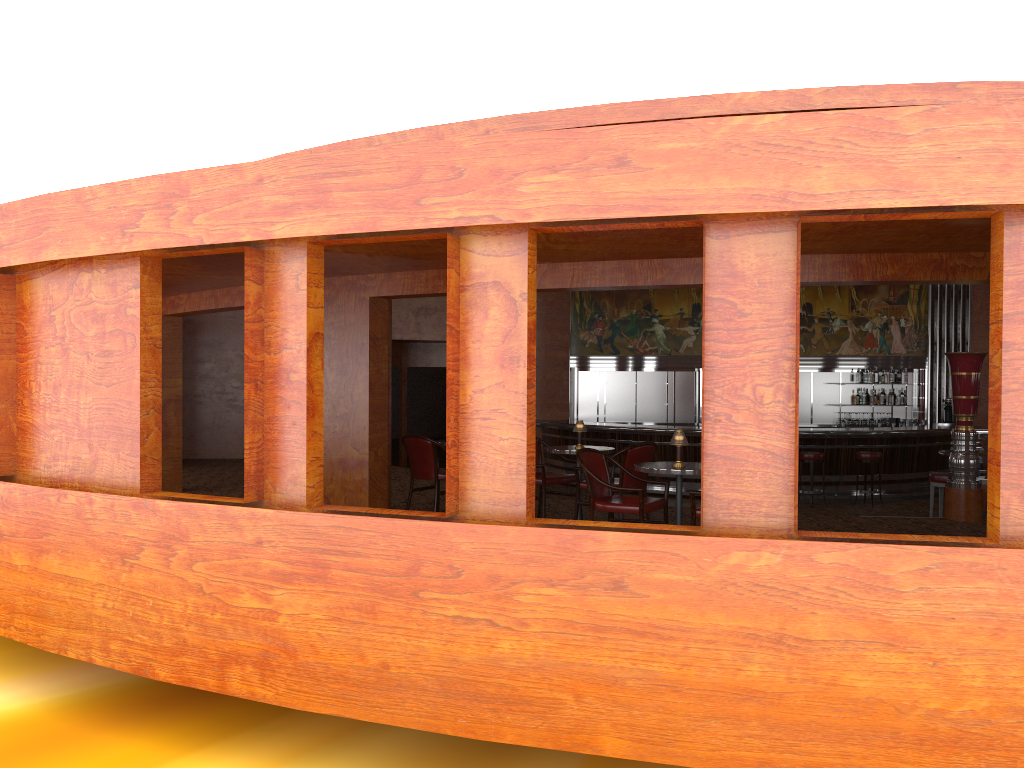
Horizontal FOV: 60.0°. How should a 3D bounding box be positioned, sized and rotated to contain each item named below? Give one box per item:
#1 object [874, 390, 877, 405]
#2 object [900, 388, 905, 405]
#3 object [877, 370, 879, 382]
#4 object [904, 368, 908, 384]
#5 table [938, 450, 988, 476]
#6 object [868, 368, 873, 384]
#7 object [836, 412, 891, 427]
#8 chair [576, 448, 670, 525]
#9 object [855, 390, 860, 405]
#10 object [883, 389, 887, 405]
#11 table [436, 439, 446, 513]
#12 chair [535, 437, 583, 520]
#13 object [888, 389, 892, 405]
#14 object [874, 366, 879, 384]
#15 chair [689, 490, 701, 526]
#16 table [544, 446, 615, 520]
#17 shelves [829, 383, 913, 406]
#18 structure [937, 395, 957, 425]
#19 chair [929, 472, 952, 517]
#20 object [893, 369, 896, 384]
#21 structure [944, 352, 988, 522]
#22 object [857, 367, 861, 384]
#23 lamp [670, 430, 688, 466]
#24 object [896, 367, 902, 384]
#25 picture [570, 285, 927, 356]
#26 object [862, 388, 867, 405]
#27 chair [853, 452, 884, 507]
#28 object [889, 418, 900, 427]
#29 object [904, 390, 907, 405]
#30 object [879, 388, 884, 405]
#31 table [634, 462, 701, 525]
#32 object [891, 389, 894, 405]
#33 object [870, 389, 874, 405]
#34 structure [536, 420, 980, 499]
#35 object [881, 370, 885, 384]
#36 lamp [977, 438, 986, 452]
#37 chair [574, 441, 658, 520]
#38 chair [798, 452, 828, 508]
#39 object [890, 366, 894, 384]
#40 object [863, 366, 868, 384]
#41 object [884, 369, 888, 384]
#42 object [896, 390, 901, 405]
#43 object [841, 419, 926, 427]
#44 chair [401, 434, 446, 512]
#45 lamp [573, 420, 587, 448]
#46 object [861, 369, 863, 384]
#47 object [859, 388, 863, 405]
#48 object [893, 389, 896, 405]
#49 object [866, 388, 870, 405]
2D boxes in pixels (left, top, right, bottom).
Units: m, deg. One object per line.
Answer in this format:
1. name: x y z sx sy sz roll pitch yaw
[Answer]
1. object: 6.437 0.236 15.720 0.080 0.272 0.080 0 1 9
2. object: 6.876 0.222 15.626 0.078 0.305 0.078 1 1 19
3. object: 6.451 -0.124 15.672 0.068 0.235 0.212 1 1 26
4. object: 6.915 -0.145 15.559 0.067 0.283 0.067 1 1 17
5. table: 5.235 1.244 9.926 0.849 0.960 0.849 0 0 8
6. object: 6.319 -0.144 15.620 0.080 0.272 0.080 0 1 -1
7. object: 6.233 0.628 15.643 0.951 0.245 0.396 0 0 9
8. chair: 0.787 0.889 6.509 0.615 0.817 0.588 1 1 31
9. object: 6.135 0.234 15.730 0.080 0.272 0.080 0 1 9
10. object: 6.578 0.226 15.690 0.090 0.293 0.090 0 1 -1
11. table: -0.457 0.929 8.878 0.640 0.720 0.639 0 0 -5
12. chair: 0.263 0.885 8.270 0.588 0.817 0.615 0 1 -44
13. object: 6.636 0.232 15.563 0.067 0.283 0.067 0 1 -20
14. object: 6.406 -0.160 15.589 0.078 0.305 0.078 0 1 -6
15. chair: 1.589 0.894 6.099 0.615 0.817 0.588 1 1 31
16. table: 0.601 0.936 7.979 0.639 0.720 0.639 1 1 32
17. shelves: 5.731 0.093 15.754 2.594 0.568 0.339 0 1 6
18. structure: 7.457 0.465 15.141 0.360 0.540 0.280 1 1 26
19. chair: 4.694 1.343 9.582 0.350 0.755 0.350 0 1 -35
20. object: 6.772 -0.133 15.721 0.090 0.256 0.090 1 1 12
21. structure: 6.245 -0.072 9.375 4.353 3.606 0.549 0 1 -20
22. object: 6.128 -0.150 15.638 0.067 0.283 0.067 0 1 -39
23. lamp: 1.184 0.454 6.285 0.130 0.250 0.130 0 1 -28
24. object: 6.791 -0.151 15.552 0.090 0.293 0.090 1 1 39
25. picture: 4.170 -1.167 15.855 6.254 1.323 0.001 0 1 6
26. object: 6.221 0.218 15.659 0.078 0.305 0.078 0 1 -1
27. chair: 5.057 1.345 12.568 0.350 0.755 0.350 0 1 -43
28. object: 6.702 0.674 15.559 0.169 0.156 0.195 1 0 31
29. object: 6.957 0.239 15.705 0.080 0.272 0.080 0 1 4
30. object: 6.509 0.220 15.602 0.078 0.305 0.078 1 1 44
31. table: 1.186 0.939 6.294 0.639 0.720 0.639 1 1 35
32. object: 6.696 0.232 15.626 0.067 0.283 0.067 0 1 -34
33. object: 6.354 0.230 15.645 0.067 0.283 0.067 0 1 -29
34. structure: 3.996 1.192 14.280 7.810 1.047 3.207 0 0 6
35. object: 6.529 -0.125 15.602 0.070 0.238 0.070 0 1 -20
36. lamp: 5.241 0.639 9.944 0.130 0.250 0.130 1 1 26
37. chair: 0.932 0.889 7.666 0.588 0.817 0.615 0 1 -44
38. chair: 4.226 1.340 12.487 0.350 0.755 0.350 0 1 -20
39. object: 6.676 -0.158 15.578 0.078 0.305 0.078 0 1 -14
40. object: 6.234 -0.160 15.627 0.078 0.305 0.078 0 1 -4
41. object: 6.609 -0.142 15.690 0.080 0.272 0.080 0 1 -26
42. object: 6.800 0.238 15.588 0.080 0.272 0.080 0 1 9
43. object: 6.531 0.685 15.662 1.425 0.135 0.403 0 0 11
44. chair: -0.739 0.879 8.521 0.588 0.817 0.615 1 1 41
45. lamp: 0.610 0.451 7.973 0.130 0.250 0.130 1 1 27
46. object: 6.209 -0.136 15.737 0.090 0.256 0.090 1 1 27
47. object: 6.224 0.218 15.749 0.078 0.305 0.206 0 1 2
48. object: 6.767 0.228 15.741 0.090 0.293 0.090 1 1 39
49. object: 6.309 0.225 15.757 0.090 0.293 0.090 0 1 -16
